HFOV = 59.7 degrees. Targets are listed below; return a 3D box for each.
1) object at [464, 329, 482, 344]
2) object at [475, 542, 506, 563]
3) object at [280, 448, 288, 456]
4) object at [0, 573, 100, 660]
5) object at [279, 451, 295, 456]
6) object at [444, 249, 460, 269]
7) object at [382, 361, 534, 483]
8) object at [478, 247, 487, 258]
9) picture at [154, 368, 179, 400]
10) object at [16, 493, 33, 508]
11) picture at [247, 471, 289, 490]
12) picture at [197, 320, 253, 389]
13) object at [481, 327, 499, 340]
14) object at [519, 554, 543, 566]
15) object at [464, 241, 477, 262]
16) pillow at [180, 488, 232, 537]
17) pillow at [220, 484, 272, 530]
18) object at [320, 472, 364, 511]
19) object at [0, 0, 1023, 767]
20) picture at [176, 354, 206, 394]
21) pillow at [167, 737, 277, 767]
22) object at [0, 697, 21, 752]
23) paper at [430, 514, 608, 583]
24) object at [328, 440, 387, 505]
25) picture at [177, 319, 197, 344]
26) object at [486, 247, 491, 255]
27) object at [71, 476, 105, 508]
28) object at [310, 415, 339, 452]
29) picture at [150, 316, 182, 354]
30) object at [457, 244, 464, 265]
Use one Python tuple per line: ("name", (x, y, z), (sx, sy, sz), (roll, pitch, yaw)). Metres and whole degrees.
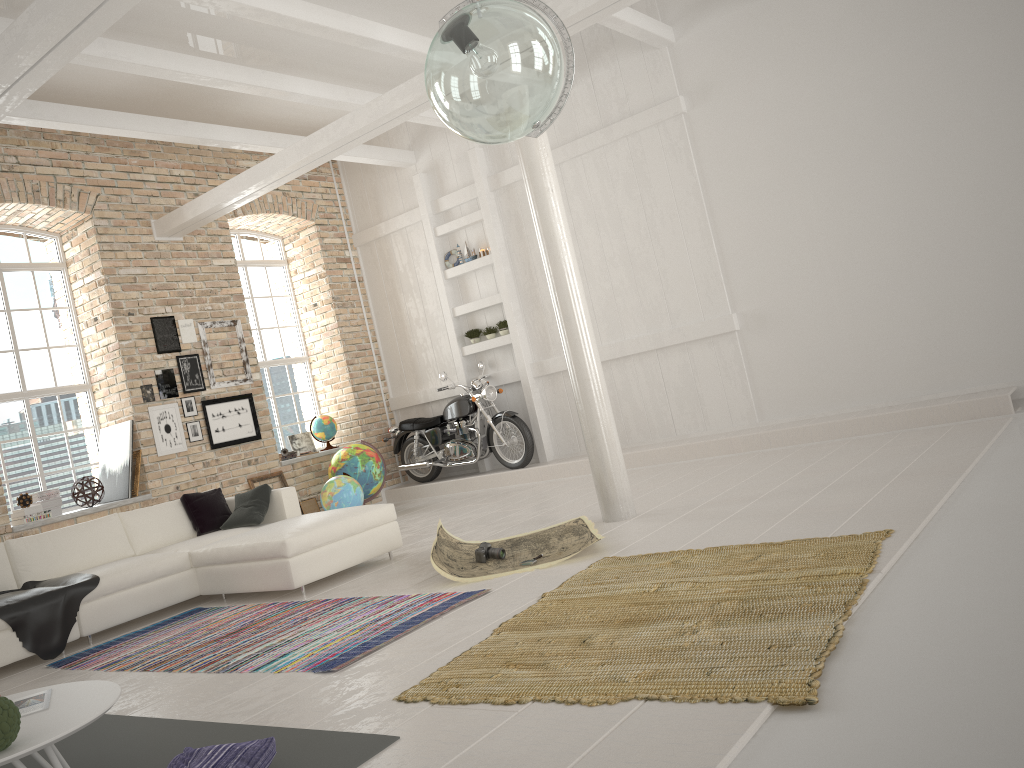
("object", (-0.462, -0.576, 10.778), (0.234, 0.180, 0.248), (-13, -1, 7))
("object", (-0.138, 1.082, 5.767), (0.180, 0.124, 0.139), (-14, -2, 37))
("object", (-2.716, 0.811, 10.648), (0.092, 0.090, 0.490), (-12, -1, -14))
("object", (-3.275, 1.600, 5.978), (0.825, 0.464, 0.839), (-13, -1, 35))
("object", (-2.717, 0.830, 10.608), (0.169, 0.021, 0.200), (-13, -1, 37))
("object", (-0.725, -1.530, 10.920), (0.247, 0.229, 0.067), (-14, -2, 29))
("object", (-0.702, 0.476, 10.728), (2.302, 1.330, 0.764), (-13, -2, 33))
("object", (-0.349, -1.560, 10.609), (0.099, 0.120, 0.114), (-12, -2, -35))
("picture", (-3.593, -0.002, 9.281), (0.015, 0.307, 0.215), (-15, -3, 36))
("object", (-4.452, 1.064, 8.144), (0.135, 0.137, 0.150), (-12, -2, -26))
("picture", (-2.608, 1.363, 9.919), (0.237, 0.749, 0.473), (-15, -3, 37))
("picture", (-3.188, -0.337, 9.922), (0.027, 0.750, 0.565), (-15, -3, 36))
("object", (-0.258, -0.612, 10.643), (0.237, 0.158, 0.218), (-13, -1, 29))
("object", (0.138, 1.068, 5.426), (0.103, 0.019, 0.214), (-13, -1, 32))
("object", (-0.512, -1.597, 10.683), (0.060, 0.261, 0.249), (-11, -3, -39))
("pillow", (-2.604, 1.096, 7.670), (0.258, 0.390, 0.399), (-14, -2, 37))
("pillow", (-2.221, 1.026, 7.450), (0.439, 0.305, 0.322), (-13, -2, 27))
("object", (-1.716, 1.227, 9.086), (0.437, 0.632, 0.458), (-12, -2, -13))
("object", (-0.534, -1.212, 4.881), (12.623, 4.804, 9.483), (-13, -1, 37))
("picture", (-3.427, -0.112, 9.528), (0.011, 0.410, 0.273), (-15, -3, 36))
("pillow", (-0.944, 1.238, 2.769), (0.366, 0.164, 0.342), (-13, -1, 13))
("object", (-1.512, 0.990, 2.588), (0.169, 0.164, 0.155), (-13, -2, 13))
("paper", (0.029, 0.975, 5.867), (1.069, 0.265, 1.455), (-13, -1, 1))
("object", (-1.777, 1.127, 10.316), (0.676, 0.925, 0.634), (-13, -2, 13))
("picture", (-3.497, -0.570, 9.610), (0.013, 0.259, 0.182), (-15, -3, 36))
("object", (-0.252, -1.566, 10.533), (0.105, 0.088, 0.108), (-12, -1, -12))
("object", (-4.073, 1.036, 8.559), (0.324, 0.308, 0.288), (-14, -2, 28))
("object", (-2.355, 0.609, 11.248), (0.351, 0.465, 0.308), (-15, -3, 42))
("picture", (-3.644, -0.518, 9.391), (0.020, 0.394, 0.277), (-15, -3, 36))
("object", (-0.633, -1.572, 10.816), (0.066, 0.268, 0.068), (-13, -3, -9))
